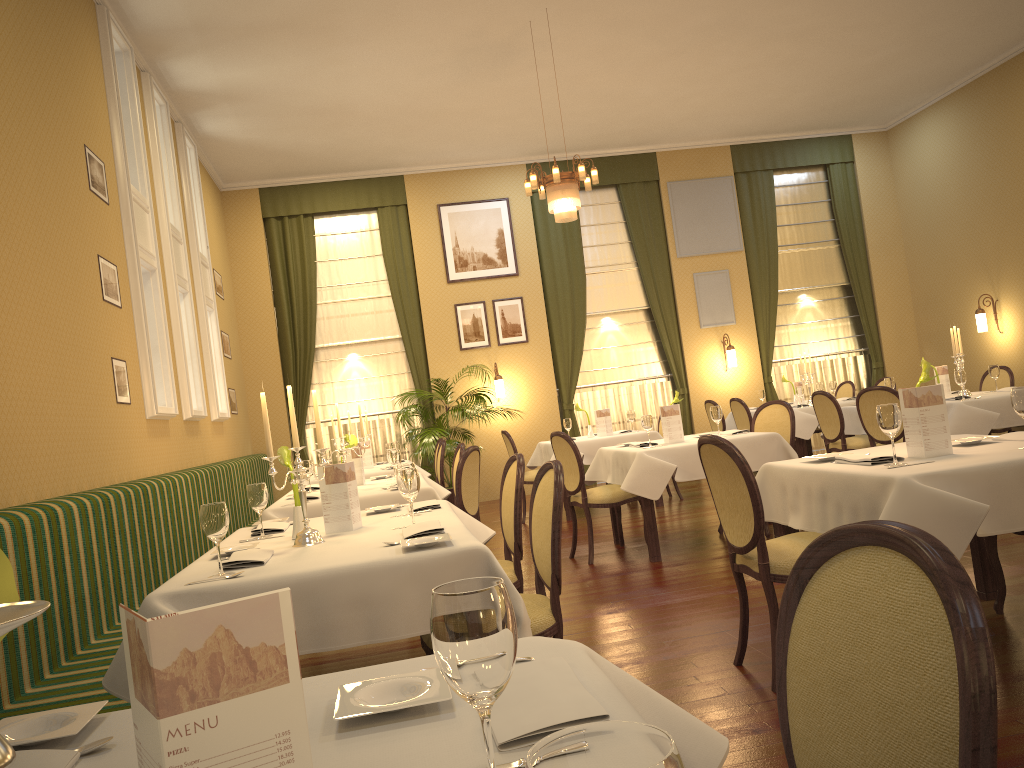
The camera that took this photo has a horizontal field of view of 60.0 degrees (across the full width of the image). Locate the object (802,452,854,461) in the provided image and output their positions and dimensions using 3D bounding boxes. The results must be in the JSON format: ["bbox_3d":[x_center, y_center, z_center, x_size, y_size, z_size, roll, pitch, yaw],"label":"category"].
[{"bbox_3d":[1.354,0.318,3.803,0.160,0.024,0.160,-7,-2,-9],"label":"object"}]

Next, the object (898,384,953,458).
[{"bbox_3d":[1.599,0.149,3.451,0.166,0.277,0.081,-9,-2,38],"label":"object"}]

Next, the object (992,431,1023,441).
[{"bbox_3d":[2.105,0.213,3.606,0.142,0.024,0.273,-7,-2,-9],"label":"object"}]

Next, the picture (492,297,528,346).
[{"bbox_3d":[-0.022,-0.836,11.817,0.412,0.619,0.022,-7,-2,-9],"label":"picture"}]

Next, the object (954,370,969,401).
[{"bbox_3d":[3.520,0.012,6.943,0.088,0.229,0.088,-9,-2,39],"label":"object"}]

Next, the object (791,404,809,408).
[{"bbox_3d":[3.154,0.244,9.803,0.142,0.033,0.273,-7,-2,-9],"label":"object"}]

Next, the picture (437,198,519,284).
[{"bbox_3d":[-0.450,-1.914,11.801,0.966,1.057,0.027,-7,-2,-9],"label":"picture"}]

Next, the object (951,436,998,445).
[{"bbox_3d":[1.904,0.241,3.681,0.160,0.024,0.160,-7,-2,-9],"label":"object"}]

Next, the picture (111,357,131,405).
[{"bbox_3d":[-2.525,-0.017,5.733,0.008,0.294,0.313,-7,-2,-9],"label":"picture"}]

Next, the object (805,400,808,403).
[{"bbox_3d":[3.646,0.212,10.874,0.142,0.024,0.273,-7,-2,-9],"label":"object"}]

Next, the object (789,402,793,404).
[{"bbox_3d":[3.446,0.240,10.949,0.160,0.024,0.160,-7,-2,-9],"label":"object"}]

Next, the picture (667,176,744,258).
[{"bbox_3d":[2.683,-2.321,12.293,0.966,1.057,0.027,-7,-2,-9],"label":"picture"}]

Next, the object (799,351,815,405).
[{"bbox_3d":[3.383,-0.090,10.145,0.390,0.655,0.131,-6,-2,-43],"label":"object"}]

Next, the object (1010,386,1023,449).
[{"bbox_3d":[1.914,0.124,3.297,0.088,0.229,0.088,-9,-2,39],"label":"object"}]

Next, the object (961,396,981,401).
[{"bbox_3d":[3.543,0.115,6.852,0.181,0.015,0.038,-7,-2,-7],"label":"object"}]

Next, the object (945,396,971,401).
[{"bbox_3d":[3.553,0.115,7.162,0.142,0.033,0.273,-7,-2,-9],"label":"object"}]

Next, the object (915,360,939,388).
[{"bbox_3d":[1.660,0.092,3.574,0.163,0.375,0.076,-7,-2,-32],"label":"object"}]

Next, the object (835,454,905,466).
[{"bbox_3d":[1.423,0.298,3.542,0.142,0.033,0.273,-7,-2,-9],"label":"object"}]

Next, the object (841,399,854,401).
[{"bbox_3d":[3.710,0.175,9.758,0.181,0.015,0.038,-7,-2,-7],"label":"object"}]

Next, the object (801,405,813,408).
[{"bbox_3d":[3.143,0.243,9.493,0.181,0.015,0.038,-7,-2,-7],"label":"object"}]

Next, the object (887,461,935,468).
[{"bbox_3d":[1.464,0.294,3.255,0.185,0.010,0.017,-7,-2,-8],"label":"object"}]

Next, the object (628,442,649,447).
[{"bbox_3d":[0.960,0.457,6.712,0.181,0.015,0.038,-7,-2,-7],"label":"object"}]

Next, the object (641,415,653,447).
[{"bbox_3d":[0.975,0.337,6.343,0.088,0.229,0.088,-9,-2,33],"label":"object"}]

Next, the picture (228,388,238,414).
[{"bbox_3d":[-3.194,0.199,10.156,0.008,0.294,0.437,-7,-2,-9],"label":"picture"}]

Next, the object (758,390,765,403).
[{"bbox_3d":[2.979,0.187,10.553,0.088,0.229,0.088,-9,-2,39],"label":"object"}]

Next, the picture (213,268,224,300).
[{"bbox_3d":[-3.376,-1.144,10.208,0.008,0.294,0.504,-7,-2,-9],"label":"picture"}]

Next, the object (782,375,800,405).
[{"bbox_3d":[3.234,0.072,10.304,0.163,0.375,0.076,-8,-2,13],"label":"object"}]

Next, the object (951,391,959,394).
[{"bbox_3d":[4.046,0.083,8.233,0.142,0.024,0.273,-7,-2,-9],"label":"object"}]

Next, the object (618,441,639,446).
[{"bbox_3d":[0.900,0.464,6.806,0.160,0.024,0.160,-7,-2,-9],"label":"object"}]

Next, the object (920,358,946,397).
[{"bbox_3d":[3.633,-0.056,7.663,0.163,0.375,0.076,-8,-2,13],"label":"object"}]

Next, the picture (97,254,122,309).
[{"bbox_3d":[-2.615,-0.661,5.769,0.008,0.294,0.401,-7,-2,-9],"label":"picture"}]

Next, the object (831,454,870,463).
[{"bbox_3d":[1.414,0.311,3.708,0.181,0.015,0.038,-7,-2,-7],"label":"object"}]

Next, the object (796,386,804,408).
[{"bbox_3d":[3.121,0.141,9.584,0.088,0.229,0.088,-9,-2,39],"label":"object"}]

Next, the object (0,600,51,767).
[{"bbox_3d":[-0.365,0.138,0.423,0.390,0.655,0.131,-9,-2,37],"label":"object"}]

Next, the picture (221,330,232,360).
[{"bbox_3d":[-3.283,-0.446,10.188,0.008,0.294,0.504,-7,-2,-9],"label":"picture"}]

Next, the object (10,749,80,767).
[{"bbox_3d":[-0.642,0.506,1.071,0.142,0.033,0.273,-7,-2,-9],"label":"object"}]

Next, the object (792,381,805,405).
[{"bbox_3d":[3.374,0.107,10.372,0.166,0.277,0.081,-6,-2,-37],"label":"object"}]

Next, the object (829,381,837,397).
[{"bbox_3d":[3.673,0.081,10.115,0.088,0.229,0.088,-9,-2,39],"label":"object"}]

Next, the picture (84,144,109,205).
[{"bbox_3d":[-2.708,-1.359,5.789,0.008,0.294,0.401,-7,-2,-9],"label":"picture"}]

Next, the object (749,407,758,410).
[{"bbox_3d":[2.973,0.295,10.755,0.142,0.033,0.273,-7,-2,-9],"label":"object"}]

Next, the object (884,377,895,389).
[{"bbox_3d":[3.378,0.058,7.912,0.088,0.229,0.088,-9,-2,39],"label":"object"}]

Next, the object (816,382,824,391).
[{"bbox_3d":[3.688,0.093,10.595,0.088,0.229,0.088,-9,-2,39],"label":"object"}]

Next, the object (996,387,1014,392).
[{"bbox_3d":[4.136,0.041,7.287,0.142,0.033,0.273,-7,-2,-9],"label":"object"}]

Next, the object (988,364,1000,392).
[{"bbox_3d":[4.072,-0.047,7.474,0.088,0.229,0.088,-9,-2,33],"label":"object"}]

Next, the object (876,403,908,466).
[{"bbox_3d":[1.429,0.190,3.340,0.088,0.229,0.088,-9,-2,39],"label":"object"}]

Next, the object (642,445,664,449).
[{"bbox_3d":[1.010,0.440,6.259,0.185,0.010,0.017,-7,-2,-8],"label":"object"}]

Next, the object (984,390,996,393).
[{"bbox_3d":[4.079,0.065,7.574,0.185,0.010,0.017,-7,-2,-9],"label":"object"}]

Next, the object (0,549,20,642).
[{"bbox_3d":[-0.407,0.289,0.600,0.163,0.375,0.076,-8,-2,13],"label":"object"}]

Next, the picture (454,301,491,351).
[{"bbox_3d":[-0.521,-0.772,11.738,0.412,0.619,0.022,-7,-2,-9],"label":"picture"}]

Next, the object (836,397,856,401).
[{"bbox_3d":[3.737,0.169,9.928,0.142,0.033,0.273,-7,-2,-9],"label":"object"}]

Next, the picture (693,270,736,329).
[{"bbox_3d":[2.802,-1.175,12.256,0.512,0.769,0.027,-7,-2,-9],"label":"picture"}]

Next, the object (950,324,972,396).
[{"bbox_3d":[3.782,-0.218,7.504,0.131,0.655,0.390,-8,-2,25],"label":"object"}]

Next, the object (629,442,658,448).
[{"bbox_3d":[0.969,0.445,6.545,0.142,0.033,0.273,-7,-2,-9],"label":"object"}]

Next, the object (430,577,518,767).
[{"bbox_3d":[-0.030,0.317,0.896,0.088,0.229,0.088,-9,-2,39],"label":"object"}]

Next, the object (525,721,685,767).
[{"bbox_3d":[0.058,0.292,0.432,0.088,0.229,0.088,-9,-2,39],"label":"object"}]

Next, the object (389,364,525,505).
[{"bbox_3d":[-0.742,0.676,11.013,1.496,1.807,1.552,-7,-2,-28],"label":"object"}]

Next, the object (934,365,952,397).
[{"bbox_3d":[3.774,-0.022,7.731,0.166,0.277,0.081,-6,-2,-37],"label":"object"}]

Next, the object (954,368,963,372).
[{"bbox_3d":[4.073,-0.031,8.050,0.088,0.229,0.088,-9,-2,39],"label":"object"}]
